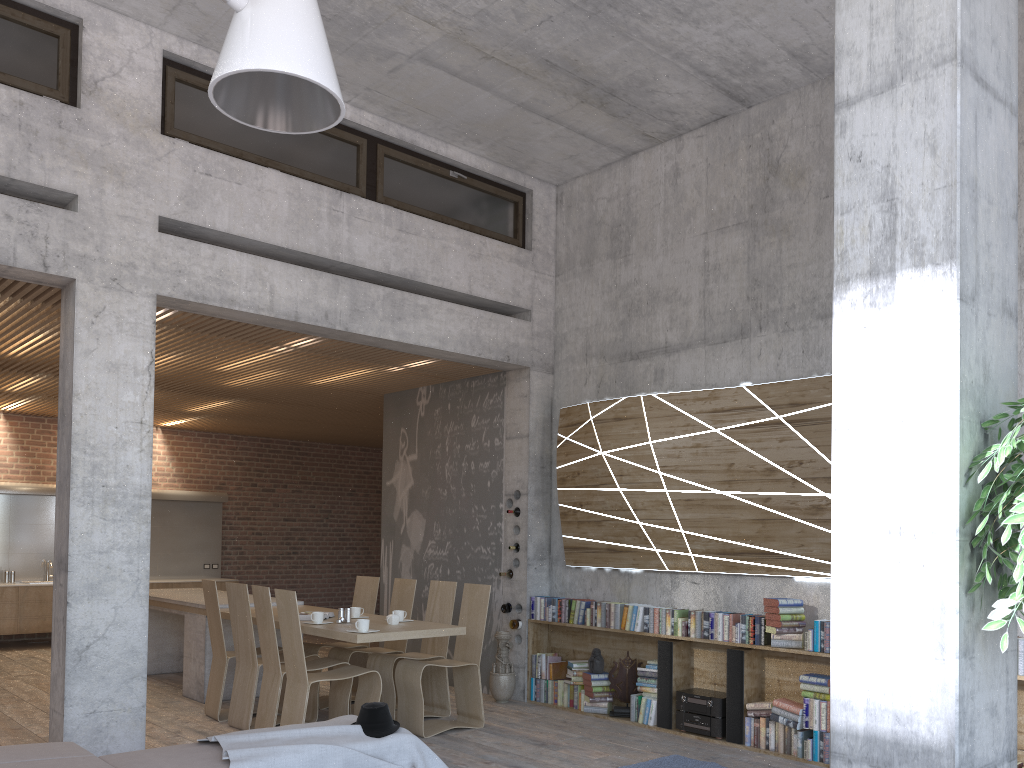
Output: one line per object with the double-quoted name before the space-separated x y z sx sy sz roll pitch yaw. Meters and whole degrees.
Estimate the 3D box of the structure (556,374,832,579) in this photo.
"structure" 1.602 0.787 7.156 0.360 1.518 3.435 3 -7 -42

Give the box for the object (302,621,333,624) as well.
"object" -1.553 1.912 7.014 0.186 0.014 0.187 -6 -12 34

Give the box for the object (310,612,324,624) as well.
"object" -1.553 1.867 7.002 0.093 0.087 0.118 1 -7 2

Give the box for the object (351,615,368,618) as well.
"object" -1.347 2.012 7.567 0.186 0.014 0.187 6 -11 -29

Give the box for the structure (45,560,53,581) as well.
"structure" -6.494 2.717 12.366 0.115 0.472 0.249 3 -4 -42

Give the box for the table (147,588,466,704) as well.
"table" -2.481 2.585 8.497 1.018 0.912 5.223 6 -11 -41

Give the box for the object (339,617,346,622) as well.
"object" -1.364 1.894 7.052 0.051 0.045 0.051 4 -7 -24

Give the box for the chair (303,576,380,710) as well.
"chair" -1.657 2.429 8.319 0.349 1.184 0.726 -1 -4 42

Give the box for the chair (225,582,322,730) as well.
"chair" -1.990 2.252 7.333 0.350 1.184 0.726 -1 -4 45

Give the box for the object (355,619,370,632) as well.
"object" -1.095 1.775 6.436 0.093 0.087 0.118 1 -7 2

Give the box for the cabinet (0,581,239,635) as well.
"cabinet" -6.137 2.501 12.737 4.145 2.053 1.080 8 -7 -42

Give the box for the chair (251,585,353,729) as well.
"chair" -1.662 2.189 6.947 0.725 1.185 0.350 4 -3 -37

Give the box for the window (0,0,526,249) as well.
"window" -2.991 -2.123 5.831 8.499 0.603 0.113 10 -7 -42

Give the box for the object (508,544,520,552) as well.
"object" 0.103 1.621 8.676 0.349 0.092 0.094 9 -10 -42

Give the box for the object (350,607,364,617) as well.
"object" -1.347 1.974 7.577 0.093 0.087 0.118 -2 -7 22

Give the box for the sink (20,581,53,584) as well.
"sink" -6.376 2.847 12.185 0.735 0.189 0.526 9 -12 -42

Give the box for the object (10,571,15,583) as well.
"object" -6.799 2.626 11.939 0.060 0.158 0.060 2 -3 -27

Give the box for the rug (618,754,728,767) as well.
"rug" 0.506 2.460 5.016 2.939 0.048 1.170 10 -13 -42

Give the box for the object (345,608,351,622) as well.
"object" -1.327 1.870 7.099 0.052 0.111 0.053 1 -3 3

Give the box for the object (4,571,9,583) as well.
"object" -6.851 2.617 11.891 0.060 0.158 0.060 2 -3 -27

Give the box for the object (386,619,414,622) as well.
"object" -0.939 1.971 7.300 0.186 0.014 0.186 9 -13 -38

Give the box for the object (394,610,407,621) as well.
"object" -0.940 1.934 7.309 0.093 0.087 0.118 0 -7 12

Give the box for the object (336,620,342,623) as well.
"object" -1.388 1.906 7.046 0.051 0.019 0.051 -4 -10 30

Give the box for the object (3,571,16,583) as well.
"object" -6.825 2.602 11.916 0.145 0.209 0.053 5 -4 -42

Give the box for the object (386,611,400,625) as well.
"object" -0.953 1.878 7.029 0.089 0.111 0.123 -3 -7 39

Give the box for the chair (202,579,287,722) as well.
"chair" -2.325 2.313 7.713 0.725 1.185 0.350 4 -3 -37

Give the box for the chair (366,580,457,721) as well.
"chair" -0.872 2.326 7.663 0.350 1.184 0.726 -1 -4 43

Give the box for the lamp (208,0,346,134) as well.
"lamp" -1.567 0.223 2.126 0.756 3.394 2.650 0 -5 35

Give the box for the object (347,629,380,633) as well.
"object" -1.096 1.819 6.448 0.186 0.014 0.187 -6 -12 34

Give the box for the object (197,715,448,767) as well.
"object" -0.931 2.168 4.942 1.601 0.498 1.056 5 -9 -23

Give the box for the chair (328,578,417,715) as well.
"chair" -1.272 2.377 7.984 0.726 1.184 0.350 4 -4 -42

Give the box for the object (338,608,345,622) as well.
"object" -1.384 1.873 7.111 0.052 0.108 0.053 1 -3 3

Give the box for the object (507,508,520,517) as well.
"object" 0.080 1.265 8.659 0.337 0.089 0.091 9 -10 -42

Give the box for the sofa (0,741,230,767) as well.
"sofa" -1.377 1.806 3.690 3.033 0.777 3.018 9 -13 -41

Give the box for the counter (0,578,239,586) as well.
"counter" -6.000 2.844 12.571 4.108 0.020 0.657 10 -13 -42

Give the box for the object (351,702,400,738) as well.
"object" -0.792 1.923 5.052 0.303 0.167 0.301 -5 -10 35

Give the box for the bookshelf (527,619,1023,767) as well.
"bookshelf" 2.050 2.380 6.621 0.304 0.794 5.359 3 -9 -42

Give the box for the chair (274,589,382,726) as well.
"chair" -1.368 2.120 6.530 0.725 1.184 0.350 4 -4 -39

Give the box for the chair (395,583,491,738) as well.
"chair" -0.568 2.260 7.256 0.726 1.184 0.350 4 -4 -42

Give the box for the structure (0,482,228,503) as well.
"structure" -6.130 1.570 12.768 4.108 0.155 0.209 10 -11 -42
